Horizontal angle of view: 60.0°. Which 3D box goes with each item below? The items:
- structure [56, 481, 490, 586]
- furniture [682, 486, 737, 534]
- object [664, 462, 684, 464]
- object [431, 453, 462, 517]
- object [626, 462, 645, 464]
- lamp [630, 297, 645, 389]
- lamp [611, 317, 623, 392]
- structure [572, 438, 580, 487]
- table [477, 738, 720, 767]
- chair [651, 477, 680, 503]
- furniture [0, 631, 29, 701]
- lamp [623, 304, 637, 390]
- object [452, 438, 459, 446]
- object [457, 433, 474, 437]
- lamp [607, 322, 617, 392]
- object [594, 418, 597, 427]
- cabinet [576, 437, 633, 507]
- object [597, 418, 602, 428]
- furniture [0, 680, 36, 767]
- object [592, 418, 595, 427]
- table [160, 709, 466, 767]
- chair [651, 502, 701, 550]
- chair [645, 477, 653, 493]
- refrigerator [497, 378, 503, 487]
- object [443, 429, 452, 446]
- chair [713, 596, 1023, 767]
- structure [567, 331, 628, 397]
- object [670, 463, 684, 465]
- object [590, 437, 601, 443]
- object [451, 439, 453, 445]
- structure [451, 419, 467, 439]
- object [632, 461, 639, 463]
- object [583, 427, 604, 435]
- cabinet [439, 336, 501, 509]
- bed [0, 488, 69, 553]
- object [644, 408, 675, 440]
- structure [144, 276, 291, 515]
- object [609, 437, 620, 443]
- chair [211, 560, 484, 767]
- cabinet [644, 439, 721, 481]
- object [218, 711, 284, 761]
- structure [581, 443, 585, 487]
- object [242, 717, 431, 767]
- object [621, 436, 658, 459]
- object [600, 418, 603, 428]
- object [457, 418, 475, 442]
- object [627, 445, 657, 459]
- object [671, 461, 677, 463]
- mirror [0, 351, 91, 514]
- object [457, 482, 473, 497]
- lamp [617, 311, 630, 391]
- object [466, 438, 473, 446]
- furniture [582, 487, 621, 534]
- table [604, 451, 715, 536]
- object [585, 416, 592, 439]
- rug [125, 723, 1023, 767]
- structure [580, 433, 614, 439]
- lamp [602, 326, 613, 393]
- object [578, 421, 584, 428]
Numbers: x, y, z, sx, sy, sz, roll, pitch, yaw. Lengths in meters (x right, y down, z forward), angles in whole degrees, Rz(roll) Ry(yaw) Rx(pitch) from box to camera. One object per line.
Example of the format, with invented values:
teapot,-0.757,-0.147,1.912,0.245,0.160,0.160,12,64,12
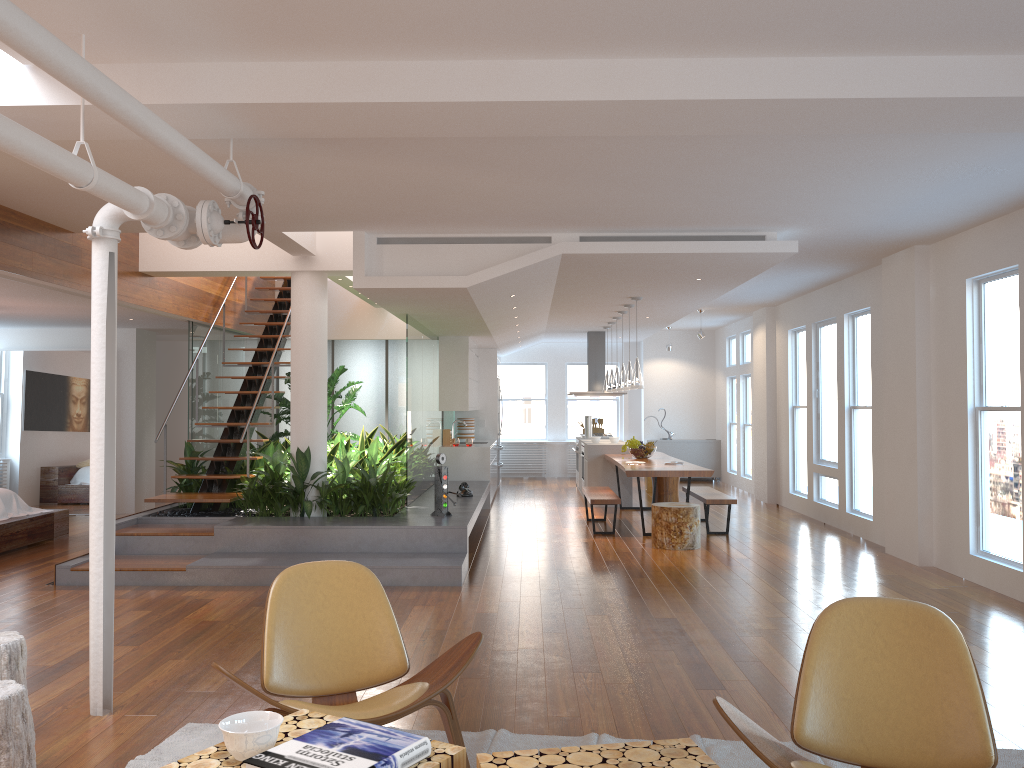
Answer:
structure,-1.867,1.414,9.498,3.088,0.386,5.584,0,-1,1
furniture,2.174,1.399,9.846,0.316,0.389,1.433,0,-1,1
object,1.797,0.879,9.832,0.222,0.020,0.222,0,-1,-7
object,-0.580,0.904,7.944,0.318,0.565,0.134,-1,-2,37
object,1.376,0.881,9.887,0.222,0.020,0.222,-1,-2,42
lamp,1.354,-0.480,9.610,0.160,1.060,0.160,-1,-2,28
lamp,1.396,-0.429,11.778,0.160,1.060,0.160,-1,-2,28
structure,1.309,1.252,14.177,0.649,0.735,0.890,0,-1,1
table,0.227,1.161,1.960,0.548,0.534,0.489,0,-1,-10
chair,2.033,1.412,11.726,0.396,0.455,0.402,0,-1,-9
furniture,-2.118,1.248,3.598,0.290,0.418,0.298,1,-2,-36
lamp,1.368,-0.463,10.333,0.160,1.060,0.160,-1,-2,28
object,-0.752,0.780,11.889,0.094,0.106,0.094,0,-1,7
object,-0.728,0.788,13.846,0.265,0.196,0.284,-1,-2,43
lamp,1.409,-0.413,12.501,0.160,1.060,0.160,-1,-2,28
object,1.380,0.714,14.636,0.057,0.299,0.019,0,-1,1
cabinet,1.332,1.256,13.268,0.597,0.832,2.936,0,-1,1
object,1.444,0.714,14.637,0.068,0.298,0.039,0,-1,1
furniture,-1.904,1.281,3.239,0.294,0.333,0.292,1,-2,-29
object,1.346,0.714,14.656,0.061,0.299,0.040,0,-1,-1
table,-0.474,1.166,2.121,0.548,0.534,0.489,-1,-2,31
chair,1.575,1.360,8.519,0.460,0.400,0.460,0,-1,11
chair,2.282,1.469,13.936,0.344,0.430,0.549,0,-1,5
refrigerator,-0.509,0.799,14.648,0.725,1.772,0.908,0,-1,1
object,-0.889,0.732,12.164,0.104,0.222,0.200,0,-1,1
chair,1.104,1.060,2.431,0.867,0.752,0.856,1,-2,-39
structure,1.349,-0.505,14.201,0.909,1.405,0.900,0,-1,1
object,1.808,0.876,9.725,0.158,0.017,0.019,0,-1,-4
object,1.162,0.778,12.327,0.152,0.082,0.152,-1,-2,40
object,-0.870,0.764,12.411,0.100,0.170,0.173,0,-1,3
structure,-0.770,0.779,12.906,0.248,0.536,0.115,0,-1,1
object,1.376,0.875,9.887,0.070,0.030,0.079,1,-2,-36
object,1.345,0.793,14.644,0.353,0.157,0.084,0,-1,1
cabinet,-0.579,0.566,13.912,0.676,2.280,4.565,0,-1,1
bed,-5.812,1.275,8.201,2.314,0.595,2.207,0,-1,1
object,2.659,0.715,15.864,0.590,0.563,0.210,1,-2,-28
structure,-2.071,-0.655,10.213,2.552,4.265,4.591,0,-1,1
object,1.409,0.775,12.198,0.152,0.082,0.152,1,-2,-38
chair,-0.533,1.081,3.180,0.856,0.752,0.867,0,-1,6
cabinet,3.045,1.359,15.885,1.309,0.725,0.420,0,-1,1
object,-0.632,0.860,2.151,0.152,0.082,0.152,1,-2,-38
structure,1.034,1.177,12.772,0.072,0.648,0.644,0,-1,1
object,-0.400,0.874,2.063,0.279,0.048,0.334,-1,-2,32
object,1.567,0.778,10.876,0.394,0.284,0.292,1,-2,-35
object,1.481,0.715,14.654,0.057,0.294,0.030,0,-1,1
object,-0.702,0.697,13.461,0.267,0.356,0.266,-1,-1,27
object,1.593,0.840,10.859,0.360,0.159,0.360,1,-2,-35
object,1.797,0.873,9.832,0.079,0.030,0.070,-1,-2,44
mirror,-5.838,0.603,11.131,1.267,2.044,0.049,0,-1,1
object,-0.530,1.145,9.655,0.216,0.155,0.181,1,-2,-34
lamp,1.382,-0.446,11.056,0.160,1.060,0.160,-1,-2,28
object,-0.572,0.778,11.839,0.094,0.106,0.094,0,-1,7
furniture,0.981,1.402,9.869,0.316,0.389,1.433,0,-1,1
table,1.640,1.287,11.864,0.893,0.704,5.996,0,-1,1
object,1.198,0.674,13.746,0.172,0.356,0.120,1,-2,-41
rug,0.176,1.384,1.932,3.525,0.057,3.478,0,-1,5
structure,1.350,0.827,14.198,0.520,0.073,0.650,0,-1,1
lamp,1.423,-0.396,13.224,0.160,1.060,0.160,-1,-2,28
object,1.190,0.731,14.657,0.199,0.259,0.016,0,-1,12
